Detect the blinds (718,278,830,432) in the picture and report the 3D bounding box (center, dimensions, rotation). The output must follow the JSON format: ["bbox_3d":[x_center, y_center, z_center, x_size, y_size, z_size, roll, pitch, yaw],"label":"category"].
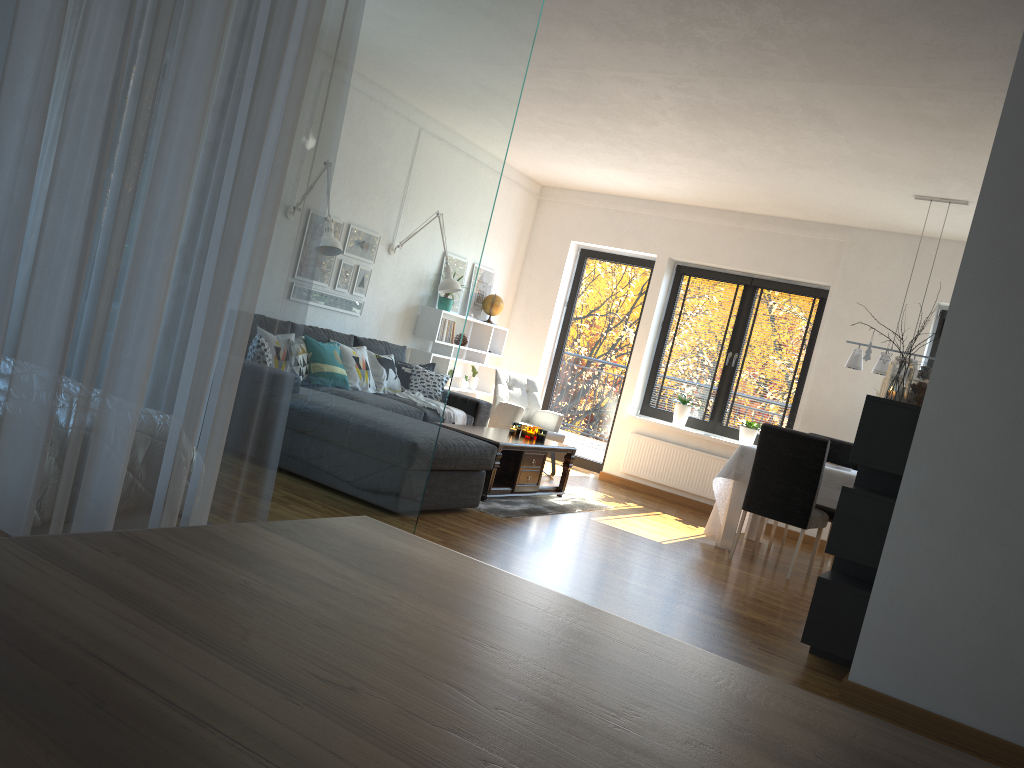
[{"bbox_3d":[2.405,-0.230,8.201,0.709,1.423,0.049,15,3,30],"label":"blinds"}]

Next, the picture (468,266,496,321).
[{"bbox_3d":[-0.314,-0.894,8.802,0.059,0.533,0.390,16,3,30],"label":"picture"}]

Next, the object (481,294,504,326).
[{"bbox_3d":[-0.199,-0.749,8.841,0.217,0.305,0.215,12,4,-43],"label":"object"}]

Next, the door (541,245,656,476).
[{"bbox_3d":[0.849,-0.250,9.137,0.974,2.276,0.120,15,3,30],"label":"door"}]

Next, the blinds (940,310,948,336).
[{"bbox_3d":[3.941,-0.433,7.341,0.709,0.230,0.049,15,3,30],"label":"blinds"}]

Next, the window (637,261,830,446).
[{"bbox_3d":[7.927,3.066,18.386,21.860,18.383,12.946,13,3,-30],"label":"window"}]

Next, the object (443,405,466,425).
[{"bbox_3d":[-0.697,0.196,6.954,0.605,0.212,0.488,15,2,26],"label":"object"}]

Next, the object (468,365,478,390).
[{"bbox_3d":[-0.381,-0.058,8.813,0.098,0.236,0.097,15,3,17],"label":"object"}]

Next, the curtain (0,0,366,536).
[{"bbox_3d":[-0.931,-0.717,1.652,0.153,2.735,1.810,16,3,32],"label":"curtain"}]

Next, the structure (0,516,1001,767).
[{"bbox_3d":[1.303,-0.631,1.238,2.680,4.134,4.586,15,3,29],"label":"structure"}]

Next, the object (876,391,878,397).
[{"bbox_3d":[2.715,0.300,6.306,0.403,0.785,0.615,14,3,5],"label":"object"}]

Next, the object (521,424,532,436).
[{"bbox_3d":[0.109,0.353,6.714,0.079,0.081,0.079,15,3,25],"label":"object"}]

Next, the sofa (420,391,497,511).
[{"bbox_3d":[-0.789,0.184,6.290,2.159,0.848,2.511,15,2,30],"label":"sofa"}]

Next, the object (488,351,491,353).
[{"bbox_3d":[-0.229,-0.436,8.975,0.066,0.230,0.075,14,3,10],"label":"object"}]

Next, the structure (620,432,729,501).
[{"bbox_3d":[1.704,0.852,8.256,1.455,0.460,0.078,15,3,29],"label":"structure"}]

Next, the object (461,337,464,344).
[{"bbox_3d":[-0.510,-0.432,8.480,0.103,0.127,0.094,13,3,-15],"label":"object"}]

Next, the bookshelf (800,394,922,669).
[{"bbox_3d":[1.748,0.706,4.232,0.237,1.201,1.191,16,3,30],"label":"bookshelf"}]

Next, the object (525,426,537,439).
[{"bbox_3d":[0.140,0.364,6.631,0.079,0.081,0.079,15,3,25],"label":"object"}]

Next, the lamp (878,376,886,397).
[{"bbox_3d":[1.707,0.020,3.979,0.098,0.131,0.106,16,3,43],"label":"lamp"}]

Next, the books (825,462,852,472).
[{"bbox_3d":[2.304,0.585,6.465,0.204,0.022,0.277,13,2,-33],"label":"books"}]

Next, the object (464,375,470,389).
[{"bbox_3d":[-0.456,-0.023,8.719,0.072,0.137,0.072,14,3,10],"label":"object"}]

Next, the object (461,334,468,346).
[{"bbox_3d":[-0.468,-0.422,8.548,0.101,0.125,0.096,11,4,-45],"label":"object"}]

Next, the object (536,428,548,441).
[{"bbox_3d":[0.224,0.383,6.675,0.079,0.081,0.079,15,3,25],"label":"object"}]

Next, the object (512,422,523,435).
[{"bbox_3d":[0.034,0.336,6.695,0.079,0.081,0.079,15,3,25],"label":"object"}]

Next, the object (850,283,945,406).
[{"bbox_3d":[1.676,-0.185,3.865,0.425,0.522,0.298,15,3,27],"label":"object"}]

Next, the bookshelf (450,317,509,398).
[{"bbox_3d":[-0.568,-0.053,8.543,0.237,1.201,1.191,16,3,30],"label":"bookshelf"}]

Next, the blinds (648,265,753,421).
[{"bbox_3d":[1.802,-0.392,8.561,0.709,1.423,0.049,15,3,30],"label":"blinds"}]

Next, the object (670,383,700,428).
[{"bbox_3d":[1.629,0.198,8.403,0.286,0.444,0.340,15,3,18],"label":"object"}]

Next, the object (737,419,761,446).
[{"bbox_3d":[2.174,0.449,8.130,0.267,0.237,0.283,14,2,12],"label":"object"}]

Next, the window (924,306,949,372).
[{"bbox_3d":[4.108,0.272,7.225,1.558,1.589,0.120,15,3,30],"label":"window"}]

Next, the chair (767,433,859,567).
[{"bbox_3d":[2.401,0.890,6.993,0.461,0.961,0.545,15,3,30],"label":"chair"}]

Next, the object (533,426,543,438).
[{"bbox_3d":[0.187,0.370,6.772,0.079,0.081,0.079,15,3,25],"label":"object"}]

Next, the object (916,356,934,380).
[{"bbox_3d":[2.124,-0.028,4.532,0.155,0.383,0.163,11,4,-44],"label":"object"}]

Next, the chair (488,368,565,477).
[{"bbox_3d":[0.096,0.346,8.082,0.546,0.832,0.683,12,3,-35],"label":"chair"}]

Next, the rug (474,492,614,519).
[{"bbox_3d":[-0.065,0.783,6.514,1.050,0.034,1.815,15,2,29],"label":"rug"}]

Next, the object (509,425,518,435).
[{"bbox_3d":[0.010,0.342,6.622,0.059,0.061,0.060,16,3,35],"label":"object"}]

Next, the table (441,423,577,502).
[{"bbox_3d":[-0.070,0.572,6.436,0.569,0.409,1.181,15,2,30],"label":"table"}]

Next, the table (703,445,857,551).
[{"bbox_3d":[2.457,1.027,6.422,1.853,0.763,1.236,15,3,31],"label":"table"}]

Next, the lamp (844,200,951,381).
[{"bbox_3d":[2.890,-0.672,6.321,0.758,1.285,0.131,15,3,30],"label":"lamp"}]

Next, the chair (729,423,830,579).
[{"bbox_3d":[1.914,0.801,6.140,0.461,0.961,0.545,16,3,35],"label":"chair"}]

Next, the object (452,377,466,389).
[{"bbox_3d":[-0.516,-0.013,8.592,0.134,0.098,0.132,14,2,0],"label":"object"}]
